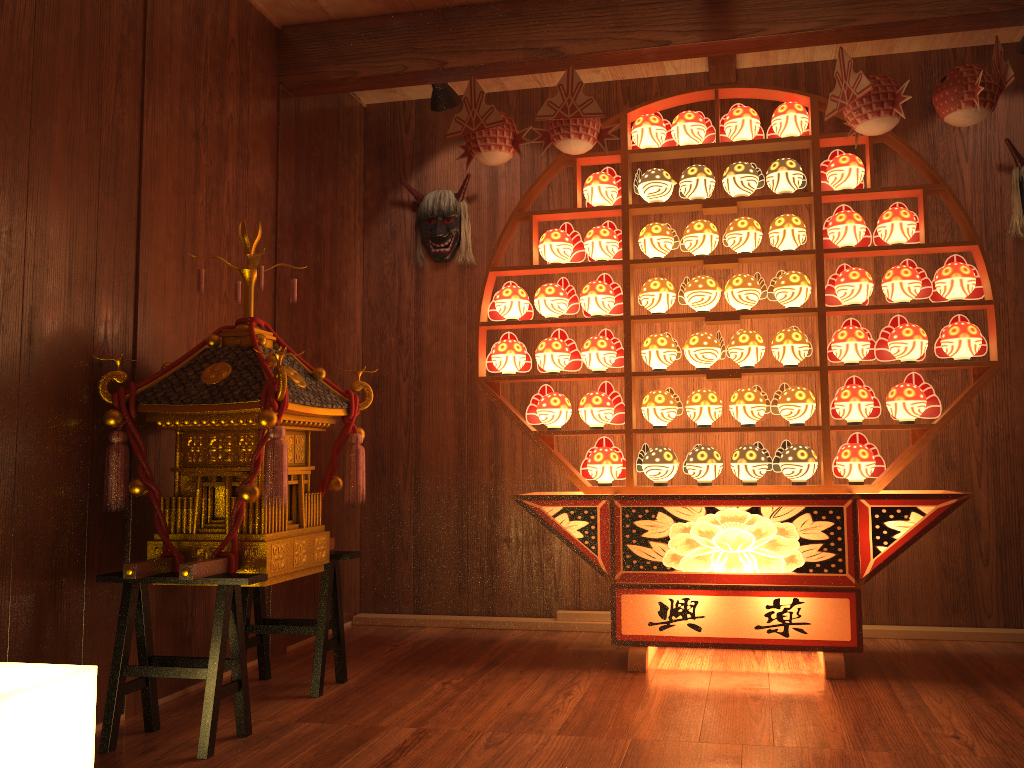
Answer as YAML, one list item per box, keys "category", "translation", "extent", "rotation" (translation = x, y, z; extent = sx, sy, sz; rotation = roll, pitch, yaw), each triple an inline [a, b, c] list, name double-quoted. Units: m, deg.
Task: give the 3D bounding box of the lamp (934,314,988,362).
- category: "lamp"
  translation: [1.641, -0.172, 3.230]
  extent: [0.178, 0.192, 0.161]
  rotation: [-3, -5, 23]

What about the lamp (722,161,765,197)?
- category: "lamp"
  translation: [0.884, -0.796, 3.444]
  extent: [0.162, 0.167, 0.134]
  rotation: [3, -6, -36]

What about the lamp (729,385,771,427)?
- category: "lamp"
  translation: [0.892, 0.082, 3.364]
  extent: [0.134, 0.167, 0.162]
  rotation: [-5, -7, 43]

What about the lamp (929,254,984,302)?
- category: "lamp"
  translation: [1.630, -0.395, 3.252]
  extent: [0.194, 0.200, 0.161]
  rotation: [-3, -6, 28]

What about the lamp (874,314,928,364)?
- category: "lamp"
  translation: [1.466, -0.171, 3.266]
  extent: [0.201, 0.200, 0.156]
  rotation: [0, -5, -2]

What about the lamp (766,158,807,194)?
- category: "lamp"
  translation: [1.048, -0.804, 3.405]
  extent: [0.135, 0.173, 0.161]
  rotation: [-3, -6, 28]

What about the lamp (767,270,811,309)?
- category: "lamp"
  translation: [1.072, -0.365, 3.366]
  extent: [0.142, 0.173, 0.154]
  rotation: [1, -5, -16]

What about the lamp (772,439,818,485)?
- category: "lamp"
  translation: [1.078, 0.292, 3.310]
  extent: [0.143, 0.173, 0.153]
  rotation: [2, -5, -21]

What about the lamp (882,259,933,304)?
- category: "lamp"
  translation: [1.446, -0.385, 3.291]
  extent: [0.175, 0.191, 0.162]
  rotation: [-5, -7, 43]

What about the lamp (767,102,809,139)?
- category: "lamp"
  translation: [1.074, -1.032, 3.418]
  extent: [0.185, 0.188, 0.160]
  rotation: [-2, -5, 18]

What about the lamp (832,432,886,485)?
- category: "lamp"
  translation: [1.270, 0.274, 3.271]
  extent: [0.189, 0.197, 0.161]
  rotation: [-3, -6, 28]

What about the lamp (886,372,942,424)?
- category: "lamp"
  translation: [1.446, 0.049, 3.253]
  extent: [0.162, 0.200, 0.193]
  rotation: [4, -7, -42]

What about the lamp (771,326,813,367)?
- category: "lamp"
  translation: [1.051, -0.145, 3.348]
  extent: [0.135, 0.173, 0.161]
  rotation: [-3, -6, 28]

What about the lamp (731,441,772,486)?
- category: "lamp"
  translation: [0.893, 0.300, 3.345]
  extent: [0.134, 0.167, 0.162]
  rotation: [-5, -7, 43]

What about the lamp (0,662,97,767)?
- category: "lamp"
  translation: [-1.069, 0.759, 1.791]
  extent: [0.276, 0.315, 0.284]
  rotation: [-2, -5, 13]

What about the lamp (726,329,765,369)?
- category: "lamp"
  translation: [0.899, -0.138, 3.379]
  extent: [0.140, 0.167, 0.156]
  rotation: [0, -5, -1]

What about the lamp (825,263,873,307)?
- category: "lamp"
  translation: [1.288, -0.379, 3.321]
  extent: [0.191, 0.187, 0.155]
  rotation: [0, -5, -7]

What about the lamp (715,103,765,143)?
- category: "lamp"
  translation: [0.900, -1.033, 3.454]
  extent: [0.200, 0.200, 0.157]
  rotation: [-1, -5, 3]

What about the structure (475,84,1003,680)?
- category: "structure"
  translation: [0.814, -0.065, 3.393]
  extent: [1.934, 2.195, 0.497]
  rotation: [-1, -5, 12]

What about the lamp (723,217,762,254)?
- category: "lamp"
  translation: [0.900, -0.577, 3.417]
  extent: [0.140, 0.167, 0.155]
  rotation: [0, -5, -6]

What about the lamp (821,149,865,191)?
- category: "lamp"
  translation: [1.270, -0.824, 3.362]
  extent: [0.201, 0.200, 0.156]
  rotation: [0, -5, -2]

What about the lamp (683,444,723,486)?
- category: "lamp"
  translation: [0.737, 0.308, 3.374]
  extent: [0.140, 0.161, 0.155]
  rotation: [0, -5, -6]

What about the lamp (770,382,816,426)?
- category: "lamp"
  translation: [1.076, 0.074, 3.326]
  extent: [0.143, 0.173, 0.153]
  rotation: [2, -5, -21]

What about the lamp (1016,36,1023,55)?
- category: "lamp"
  translation: [1.974, -1.315, 3.336]
  extent: [0.131, 0.177, 0.180]
  rotation: [-4, -6, 33]

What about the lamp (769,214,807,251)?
- category: "lamp"
  translation: [1.053, -0.585, 3.384]
  extent: [0.137, 0.173, 0.160]
  rotation: [-2, -5, 19]

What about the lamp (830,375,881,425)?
- category: "lamp"
  translation: [1.270, 0.058, 3.286]
  extent: [0.181, 0.194, 0.161]
  rotation: [-3, -5, 23]

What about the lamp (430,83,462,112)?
- category: "lamp"
  translation: [-0.286, -1.250, 3.790]
  extent: [0.136, 0.176, 0.174]
  rotation: [0, -5, -1]

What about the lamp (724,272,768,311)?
- category: "lamp"
  translation: [0.883, -0.356, 3.412]
  extent: [0.161, 0.167, 0.136]
  rotation: [2, -5, -22]

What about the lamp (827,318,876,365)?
- category: "lamp"
  translation: [1.265, -0.163, 3.306]
  extent: [0.185, 0.195, 0.161]
  rotation: [-3, -5, 23]

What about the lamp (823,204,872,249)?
- category: "lamp"
  translation: [1.265, -0.604, 3.343]
  extent: [0.197, 0.200, 0.159]
  rotation: [-2, -5, 13]

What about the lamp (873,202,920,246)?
- category: "lamp"
  translation: [1.437, -0.607, 3.309]
  extent: [0.184, 0.195, 0.161]
  rotation: [-3, -6, 28]

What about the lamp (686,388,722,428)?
- category: "lamp"
  translation: [0.736, 0.089, 3.391]
  extent: [0.137, 0.161, 0.159]
  rotation: [-2, -5, 14]
